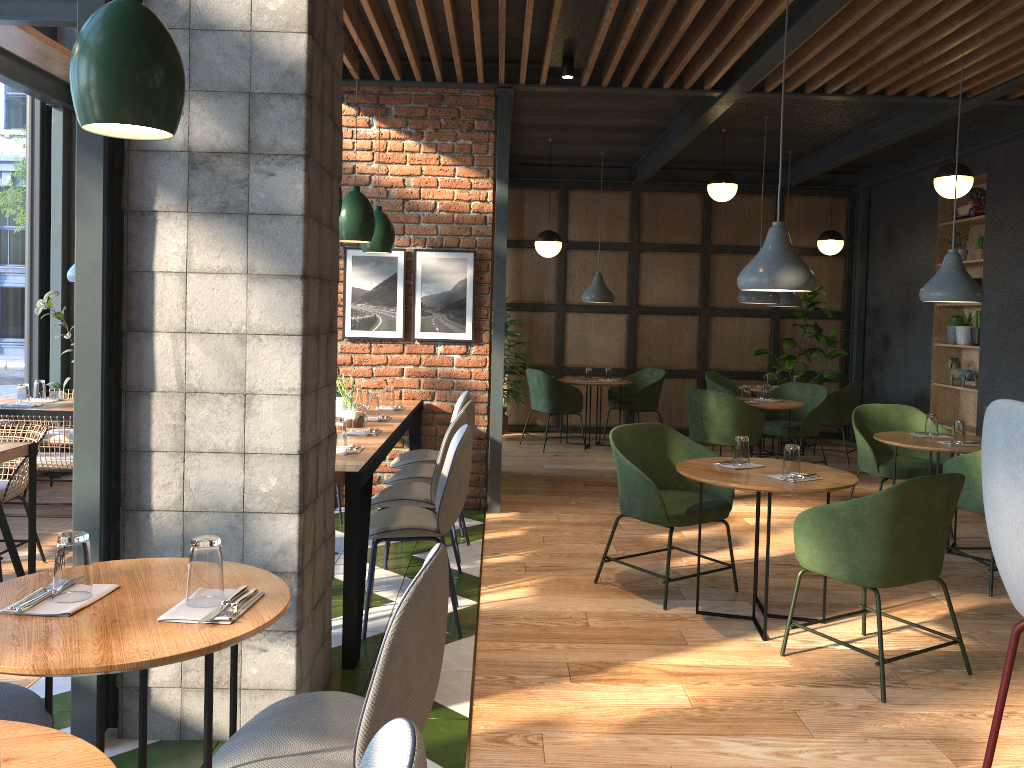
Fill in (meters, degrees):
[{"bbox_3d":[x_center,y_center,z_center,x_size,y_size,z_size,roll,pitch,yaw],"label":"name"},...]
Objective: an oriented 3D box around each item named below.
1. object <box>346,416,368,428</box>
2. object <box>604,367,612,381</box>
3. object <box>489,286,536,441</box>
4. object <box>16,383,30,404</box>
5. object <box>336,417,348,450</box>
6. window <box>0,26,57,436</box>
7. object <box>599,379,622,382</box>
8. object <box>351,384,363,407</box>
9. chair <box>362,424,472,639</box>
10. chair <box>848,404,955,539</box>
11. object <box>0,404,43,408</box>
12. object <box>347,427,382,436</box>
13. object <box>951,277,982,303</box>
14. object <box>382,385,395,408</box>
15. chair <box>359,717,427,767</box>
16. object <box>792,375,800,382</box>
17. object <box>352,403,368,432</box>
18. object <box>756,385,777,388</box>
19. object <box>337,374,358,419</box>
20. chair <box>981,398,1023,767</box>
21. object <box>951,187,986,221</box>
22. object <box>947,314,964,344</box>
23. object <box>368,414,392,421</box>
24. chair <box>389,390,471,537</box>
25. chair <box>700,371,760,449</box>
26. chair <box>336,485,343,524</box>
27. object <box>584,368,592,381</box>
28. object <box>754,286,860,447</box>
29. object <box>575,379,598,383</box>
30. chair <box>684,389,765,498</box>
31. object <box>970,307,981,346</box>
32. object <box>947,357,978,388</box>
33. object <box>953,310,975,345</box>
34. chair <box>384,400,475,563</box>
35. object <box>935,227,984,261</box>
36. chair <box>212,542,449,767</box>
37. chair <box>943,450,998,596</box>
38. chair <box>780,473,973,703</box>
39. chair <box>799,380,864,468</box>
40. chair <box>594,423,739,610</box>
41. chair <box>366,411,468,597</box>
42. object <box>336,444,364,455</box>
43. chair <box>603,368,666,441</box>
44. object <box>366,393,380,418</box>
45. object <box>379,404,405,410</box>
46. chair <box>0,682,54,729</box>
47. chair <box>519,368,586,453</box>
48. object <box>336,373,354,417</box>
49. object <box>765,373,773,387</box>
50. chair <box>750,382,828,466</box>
[{"bbox_3d":[-0.902,0.196,4.749,0.251,0.046,0.254,-1,5,-27],"label":"object"},{"bbox_3d":[1.028,-0.109,9.460,0.080,0.138,0.080,0,3,-22],"label":"object"},{"bbox_3d":[-0.220,-0.253,9.630,0.978,1.720,0.915,0,3,-36],"label":"object"},{"bbox_3d":[-3.166,0.066,5.738,0.080,0.138,0.080,3,3,31],"label":"object"},{"bbox_3d":[-0.762,0.216,3.893,0.080,0.138,0.080,3,3,22],"label":"object"},{"bbox_3d":[-3.622,-2.120,2.691,0.127,5.588,8.742,1,4,-1],"label":"window"},{"bbox_3d":[1.057,-0.042,9.459,0.157,0.019,0.243,-2,6,-35],"label":"object"},{"bbox_3d":[-0.982,0.073,5.594,0.080,0.138,0.080,2,3,21],"label":"object"},{"bbox_3d":[-0.439,0.620,3.933,0.507,0.886,0.419,1,2,-5],"label":"chair"},{"bbox_3d":[2.604,0.568,5.960,0.638,0.817,0.516,1,3,-1],"label":"chair"},{"bbox_3d":[-3.174,0.134,5.717,0.242,0.019,0.158,1,5,-2],"label":"object"},{"bbox_3d":[-0.747,0.237,4.459,0.157,0.019,0.243,1,5,-1],"label":"object"},{"bbox_3d":[4.211,-0.861,8.153,0.199,0.241,0.341,1,4,-6],"label":"object"},{"bbox_3d":[-0.781,0.078,5.595,0.080,0.138,0.080,0,3,-28],"label":"object"},{"bbox_3d":[-0.358,0.857,1.025,0.507,0.886,0.419,1,2,-5],"label":"chair"},{"bbox_3d":[2.872,-0.021,8.953,0.080,0.138,0.080,2,3,7],"label":"object"},{"bbox_3d":[-0.769,0.169,4.478,0.080,0.138,0.080,-1,3,-38],"label":"object"},{"bbox_3d":[2.645,0.022,9.169,0.158,0.019,0.243,6,6,44],"label":"object"},{"bbox_3d":[-0.863,0.083,4.682,0.115,0.281,0.128,1,2,-5],"label":"object"},{"bbox_3d":[1.223,0.656,1.807,0.507,1.241,0.419,1,2,-1],"label":"chair"},{"bbox_3d":[4.213,-1.641,8.081,0.204,0.284,0.518,1,4,-1],"label":"object"},{"bbox_3d":[4.191,-0.522,8.351,0.173,0.295,0.190,0,3,-27],"label":"object"},{"bbox_3d":[-0.771,0.191,5.027,0.157,0.019,0.243,1,5,-1],"label":"object"},{"bbox_3d":[-0.523,0.481,5.625,0.507,0.886,0.419,1,2,-5],"label":"chair"},{"bbox_3d":[2.315,0.287,9.340,0.515,0.817,0.639,3,3,31],"label":"chair"},{"bbox_3d":[-1.299,0.469,5.521,0.507,0.886,0.419,2,2,6],"label":"chair"},{"bbox_3d":[0.801,-0.101,9.283,0.080,0.138,0.080,0,3,-22],"label":"object"},{"bbox_3d":[3.229,-0.208,9.707,1.057,1.792,0.723,2,2,9],"label":"object"},{"bbox_3d":[0.773,-0.035,9.282,0.157,0.019,0.243,-2,6,-35],"label":"object"},{"bbox_3d":[1.708,0.443,7.214,0.639,0.817,0.515,4,4,44],"label":"chair"},{"bbox_3d":[4.163,-0.513,7.896,0.143,0.349,0.144,2,2,16],"label":"object"},{"bbox_3d":[4.159,-0.108,8.179,0.150,0.257,0.523,1,4,-1],"label":"object"},{"bbox_3d":[4.158,-0.522,8.135,0.213,0.329,0.233,2,3,5],"label":"object"},{"bbox_3d":[-0.475,0.526,5.079,0.507,0.886,0.419,2,2,6],"label":"chair"},{"bbox_3d":[4.169,-1.292,8.169,0.174,0.328,0.538,0,4,-22],"label":"object"},{"bbox_3d":[-0.400,0.784,1.915,0.507,0.886,0.419,2,2,5],"label":"chair"},{"bbox_3d":[2.700,0.664,4.798,0.638,0.817,0.516,1,3,-6],"label":"chair"},{"bbox_3d":[1.470,0.731,3.576,0.638,0.817,0.516,0,3,-31],"label":"chair"},{"bbox_3d":[3.162,0.356,8.754,0.515,0.817,0.639,3,3,36],"label":"chair"},{"bbox_3d":[0.806,0.637,4.534,0.638,0.817,0.516,-1,3,-36],"label":"chair"},{"bbox_3d":[-0.489,0.572,4.505,0.507,0.886,0.419,2,2,5],"label":"chair"},{"bbox_3d":[-0.740,0.285,3.874,0.157,0.019,0.243,1,5,-1],"label":"object"},{"bbox_3d":[1.350,0.237,9.654,0.515,0.817,0.640,0,3,-26],"label":"chair"},{"bbox_3d":[-0.793,0.123,5.046,0.080,0.138,0.080,0,3,-28],"label":"object"},{"bbox_3d":[-0.759,0.147,5.576,0.157,0.019,0.243,1,5,-1],"label":"object"},{"bbox_3d":[-1.291,0.759,1.933,0.507,0.886,0.419,1,2,0],"label":"chair"},{"bbox_3d":[0.431,0.252,9.186,0.515,0.817,0.640,0,3,-26],"label":"chair"},{"bbox_3d":[-0.929,0.076,4.790,0.146,0.276,0.146,1,3,-20],"label":"object"},{"bbox_3d":[2.655,-0.042,9.142,0.080,0.138,0.080,0,3,-23],"label":"object"},{"bbox_3d":[2.474,0.407,7.904,0.515,0.817,0.639,-1,4,-41],"label":"chair"}]
